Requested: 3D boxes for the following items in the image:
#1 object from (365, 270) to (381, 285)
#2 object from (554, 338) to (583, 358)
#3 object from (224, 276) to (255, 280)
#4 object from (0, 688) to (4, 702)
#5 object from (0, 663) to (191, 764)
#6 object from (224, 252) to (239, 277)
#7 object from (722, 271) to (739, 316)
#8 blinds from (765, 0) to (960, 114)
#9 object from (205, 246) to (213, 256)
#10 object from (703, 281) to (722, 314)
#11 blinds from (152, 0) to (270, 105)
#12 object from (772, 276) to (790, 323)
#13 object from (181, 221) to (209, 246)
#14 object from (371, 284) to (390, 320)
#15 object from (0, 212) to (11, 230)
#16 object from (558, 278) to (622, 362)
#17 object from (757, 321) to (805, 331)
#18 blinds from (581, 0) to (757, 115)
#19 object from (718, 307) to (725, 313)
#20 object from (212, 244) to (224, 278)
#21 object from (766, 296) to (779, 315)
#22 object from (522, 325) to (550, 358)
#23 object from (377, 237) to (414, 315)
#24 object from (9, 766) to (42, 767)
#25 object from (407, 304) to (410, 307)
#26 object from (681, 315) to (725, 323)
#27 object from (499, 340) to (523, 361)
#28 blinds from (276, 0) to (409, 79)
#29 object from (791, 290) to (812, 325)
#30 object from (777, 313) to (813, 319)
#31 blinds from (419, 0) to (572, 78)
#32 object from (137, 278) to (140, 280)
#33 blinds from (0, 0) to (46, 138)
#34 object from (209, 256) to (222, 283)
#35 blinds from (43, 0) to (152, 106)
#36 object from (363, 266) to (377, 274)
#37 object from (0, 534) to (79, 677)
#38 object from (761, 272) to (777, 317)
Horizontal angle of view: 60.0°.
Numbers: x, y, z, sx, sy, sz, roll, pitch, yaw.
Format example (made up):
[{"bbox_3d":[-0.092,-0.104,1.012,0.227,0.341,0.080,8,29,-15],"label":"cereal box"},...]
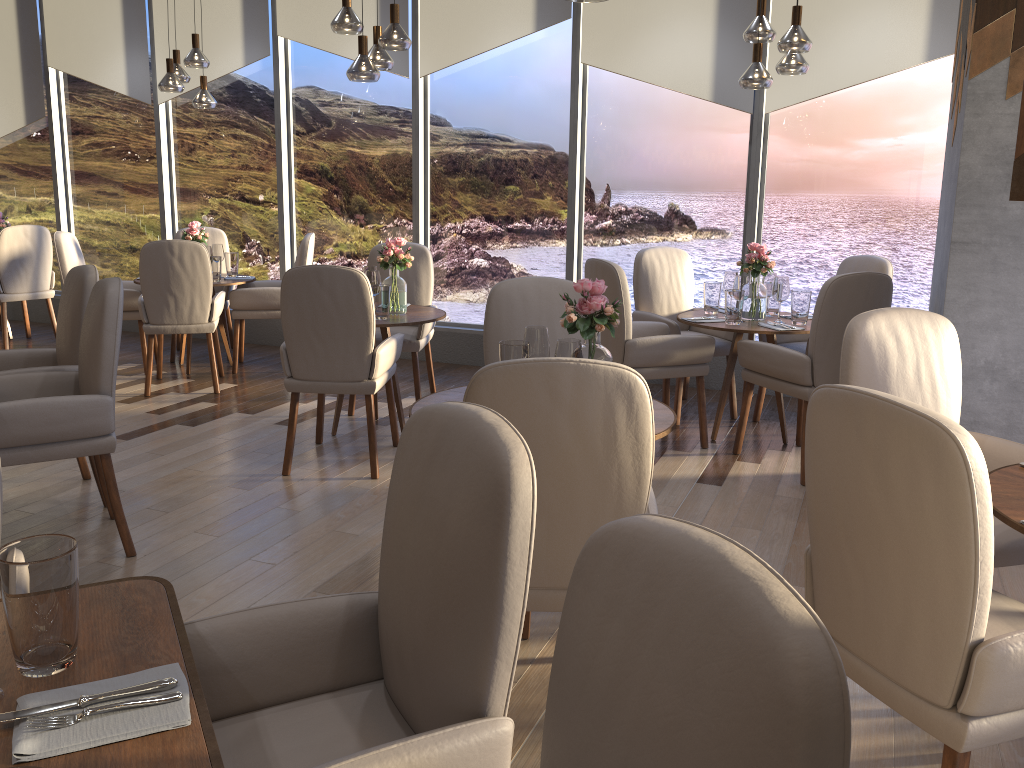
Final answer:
[{"bbox_3d":[-0.735,-0.478,4.686,0.092,0.243,0.093,-2,11,-13],"label":"object"},{"bbox_3d":[0.168,-0.011,2.648,0.092,0.243,0.093,-3,12,-22],"label":"object"},{"bbox_3d":[-2.009,-0.777,6.460,0.255,0.019,0.158,-1,13,-9],"label":"object"},{"bbox_3d":[-0.716,0.304,1.154,0.092,0.243,0.093,5,12,22],"label":"object"},{"bbox_3d":[-0.554,0.422,1.149,0.255,0.019,0.158,-5,14,-25],"label":"object"},{"bbox_3d":[-2.082,-0.888,6.591,0.102,0.177,0.103,4,12,17],"label":"object"},{"bbox_3d":[1.217,-0.502,4.936,0.092,0.243,0.093,2,11,3],"label":"object"},{"bbox_3d":[2.181,-2.978,5.209,1.174,2.665,0.007,5,12,22],"label":"blinds"},{"bbox_3d":[-2.160,-0.852,6.273,0.092,0.243,0.093,4,11,16],"label":"object"},{"bbox_3d":[1.129,-0.486,5.006,0.102,0.177,0.102,10,14,39],"label":"object"},{"bbox_3d":[-2.440,-3.616,7.054,1.174,2.665,0.007,5,12,22],"label":"blinds"},{"bbox_3d":[1.424,-0.448,4.707,0.092,0.243,0.092,-7,14,-37],"label":"object"},{"bbox_3d":[-2.279,-0.966,6.383,0.198,0.413,0.211,5,12,19],"label":"object"},{"bbox_3d":[-0.681,-0.424,4.599,0.102,0.177,0.102,11,15,42],"label":"object"},{"bbox_3d":[-4.418,-1.277,7.633,0.198,0.413,0.211,-10,16,-44],"label":"object"},{"bbox_3d":[0.244,-0.130,2.798,0.210,0.413,0.199,-3,12,-20],"label":"object"},{"bbox_3d":[1.375,-0.304,4.572,0.157,0.019,0.256,-3,13,-17],"label":"object"},{"bbox_3d":[1.028,-3.100,5.676,1.174,2.665,0.007,5,12,22],"label":"blinds"},{"bbox_3d":[1.267,-0.426,5.112,0.157,0.019,0.256,-3,13,-16],"label":"object"},{"bbox_3d":[-2.157,-0.904,6.507,0.092,0.243,0.093,-1,11,-12],"label":"object"},{"bbox_3d":[1.484,-0.486,5.032,0.102,0.177,0.102,8,13,32],"label":"object"},{"bbox_3d":[0.077,-0.065,2.885,0.092,0.243,0.093,4,11,16],"label":"object"},{"bbox_3d":[-0.632,-0.586,4.790,0.210,0.413,0.199,0,11,-5],"label":"object"},{"bbox_3d":[-0.425,0.433,0.744,0.102,0.177,0.103,-3,12,-19],"label":"object"},{"bbox_3d":[-0.683,-0.450,5.081,0.157,0.019,0.256,2,13,5],"label":"object"},{"bbox_3d":[1.051,-0.352,4.765,0.255,0.019,0.158,-4,13,-21],"label":"object"},{"bbox_3d":[0.006,-0.052,2.973,0.102,0.177,0.103,1,11,3],"label":"object"},{"bbox_3d":[-1.286,-3.635,6.560,1.174,2.665,0.007,5,12,22],"label":"blinds"},{"bbox_3d":[1.513,-0.401,4.651,0.102,0.177,0.102,-9,15,-41],"label":"object"},{"bbox_3d":[1.590,-0.378,4.922,0.255,0.019,0.158,-4,14,-22],"label":"object"},{"bbox_3d":[-0.120,-3.512,6.088,1.174,2.665,0.007,5,12,22],"label":"blinds"},{"bbox_3d":[-2.559,-0.768,6.380,0.255,0.019,0.158,-2,13,-13],"label":"object"},{"bbox_3d":[-4.752,-3.434,8.069,1.174,2.665,0.007,5,12,22],"label":"blinds"},{"bbox_3d":[-2.083,-0.803,6.204,0.102,0.177,0.103,7,13,27],"label":"object"},{"bbox_3d":[-3.592,-3.738,7.521,1.174,2.665,0.007,5,12,22],"label":"blinds"},{"bbox_3d":[-0.787,-0.533,4.935,0.092,0.243,0.093,2,11,8],"label":"object"},{"bbox_3d":[-0.665,0.315,1.255,0.102,0.177,0.103,-3,12,-19],"label":"object"},{"bbox_3d":[1.429,-0.498,4.933,0.092,0.243,0.093,6,12,24],"label":"object"}]
